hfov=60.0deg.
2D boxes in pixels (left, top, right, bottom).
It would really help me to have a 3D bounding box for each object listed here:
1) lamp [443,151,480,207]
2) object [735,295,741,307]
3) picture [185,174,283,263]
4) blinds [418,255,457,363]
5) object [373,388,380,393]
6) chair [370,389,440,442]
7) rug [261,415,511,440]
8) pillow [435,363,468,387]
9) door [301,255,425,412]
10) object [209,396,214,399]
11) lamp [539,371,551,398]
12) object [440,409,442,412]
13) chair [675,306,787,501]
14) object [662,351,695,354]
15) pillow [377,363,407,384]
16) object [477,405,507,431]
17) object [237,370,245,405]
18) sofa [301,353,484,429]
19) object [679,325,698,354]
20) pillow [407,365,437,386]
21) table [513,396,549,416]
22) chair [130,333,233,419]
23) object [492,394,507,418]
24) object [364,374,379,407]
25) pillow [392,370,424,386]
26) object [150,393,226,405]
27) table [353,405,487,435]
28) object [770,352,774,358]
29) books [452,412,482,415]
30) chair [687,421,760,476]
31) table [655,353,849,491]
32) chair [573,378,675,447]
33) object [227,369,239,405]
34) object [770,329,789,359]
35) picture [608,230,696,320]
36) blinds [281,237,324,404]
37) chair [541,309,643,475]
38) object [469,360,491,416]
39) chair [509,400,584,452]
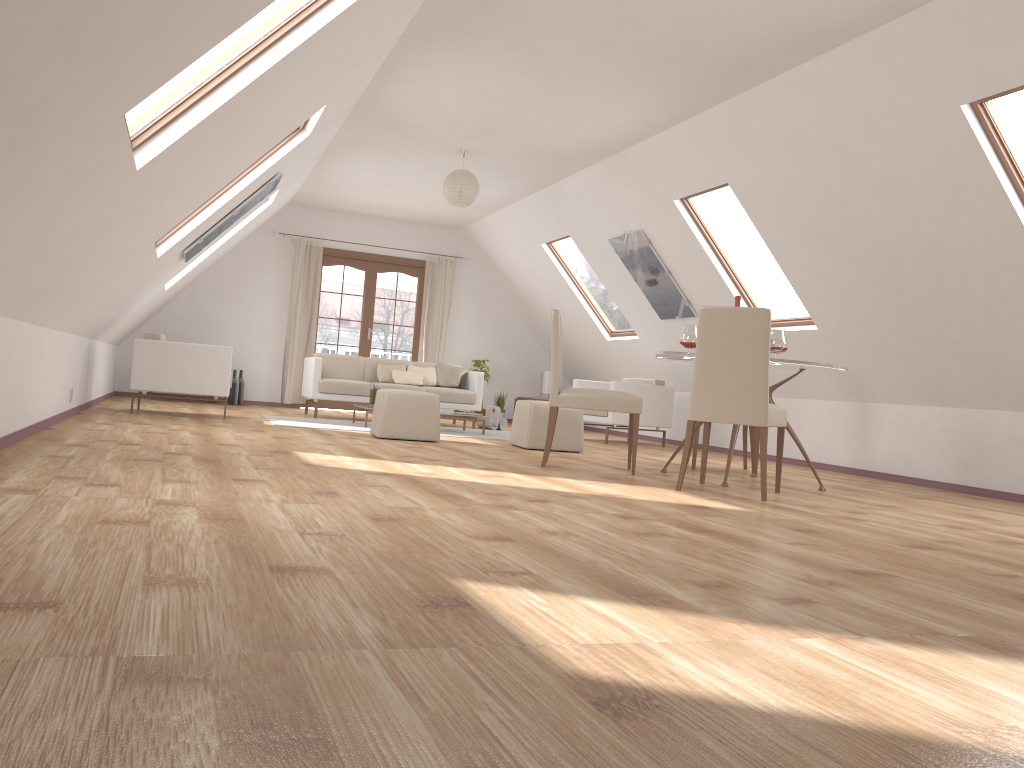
[{"bbox_3d":[-0.457,-1.876,8.102,0.340,0.497,0.340,5,0,19],"label":"lamp"},{"bbox_3d":[1.473,-0.365,5.844,0.109,0.435,0.109,5,0,-25],"label":"object"},{"bbox_3d":[-2.300,-1.356,7.314,0.683,0.738,0.650,5,0,-20],"label":"picture"},{"bbox_3d":[-1.034,-0.658,11.996,0.424,2.129,0.123,5,0,-25],"label":"blinds"},{"bbox_3d":[-1.345,0.129,8.762,0.075,0.185,0.075,5,0,11],"label":"object"},{"bbox_3d":[-0.857,0.243,7.171,0.506,0.394,0.506,5,0,-16],"label":"chair"},{"bbox_3d":[-0.943,0.444,8.666,2.800,0.007,1.600,5,0,-20],"label":"rug"},{"bbox_3d":[-0.723,-0.102,10.220,0.424,0.276,0.269,5,0,29],"label":"pillow"},{"bbox_3d":[-1.939,-0.638,11.800,1.546,2.001,0.098,5,0,-20],"label":"door"},{"bbox_3d":[-3.626,0.151,10.759,0.109,0.109,0.435,5,0,-20],"label":"object"},{"bbox_3d":[0.497,0.011,12.251,0.221,0.375,0.180,5,0,13],"label":"lamp"},{"bbox_3d":[-0.764,0.246,8.804,0.143,0.052,0.064,5,0,-20],"label":"object"},{"bbox_3d":[1.251,0.103,4.930,0.477,0.999,0.618,5,0,24],"label":"chair"},{"bbox_3d":[1.079,-0.190,5.700,0.228,0.020,0.228,5,0,2],"label":"object"},{"bbox_3d":[-1.355,-0.123,10.038,0.351,0.235,0.185,5,0,-17],"label":"pillow"},{"bbox_3d":[-0.223,0.382,10.096,0.212,0.267,0.315,5,0,-33],"label":"object"},{"bbox_3d":[-3.391,0.045,11.053,0.115,0.443,0.120,5,0,-26],"label":"object"},{"bbox_3d":[-1.343,0.069,9.935,1.880,0.706,0.820,5,0,-20],"label":"sofa"},{"bbox_3d":[1.109,-0.270,5.508,0.136,0.183,0.136,5,-1,-42],"label":"object"},{"bbox_3d":[-1.035,-0.094,10.152,0.351,0.225,0.196,5,0,-15],"label":"pillow"},{"bbox_3d":[0.475,0.393,12.079,0.730,0.390,0.773,5,0,-22],"label":"table"},{"bbox_3d":[-2.940,-0.077,7.965,0.820,0.706,0.748,5,0,-18],"label":"chair"},{"bbox_3d":[-0.160,0.290,11.914,0.209,0.480,0.234,4,0,36],"label":"object"},{"bbox_3d":[-1.356,0.040,8.636,0.123,0.359,0.184,5,0,21],"label":"object"},{"bbox_3d":[-1.165,-0.064,9.949,0.363,0.170,0.227,5,0,-15],"label":"pillow"},{"bbox_3d":[-3.883,-0.087,10.704,0.854,0.608,0.417,5,0,-20],"label":"object"},{"bbox_3d":[-0.922,0.354,8.742,1.173,0.190,0.730,5,0,-20],"label":"table"},{"bbox_3d":[1.705,-0.217,6.014,0.136,0.183,0.136,5,0,6],"label":"object"},{"bbox_3d":[-0.446,0.296,8.881,0.280,0.005,0.192,5,0,-28],"label":"books"},{"bbox_3d":[1.597,0.143,6.649,0.477,0.999,0.618,5,0,7],"label":"chair"},{"bbox_3d":[1.499,0.242,5.709,1.198,0.770,1.198,5,0,0],"label":"table"},{"bbox_3d":[1.161,0.273,9.482,0.820,0.706,0.748,5,0,-31],"label":"chair"},{"bbox_3d":[-3.398,0.043,10.828,0.115,0.443,0.120,5,0,-26],"label":"object"},{"bbox_3d":[1.584,-0.232,5.307,0.136,0.183,0.136,5,-1,-42],"label":"object"},{"bbox_3d":[1.356,-1.044,8.678,0.683,0.738,0.650,5,0,-20],"label":"picture"},{"bbox_3d":[-2.727,-0.800,11.405,0.423,2.130,0.120,5,0,-23],"label":"blinds"},{"bbox_3d":[0.523,0.048,5.749,0.618,0.999,0.477,5,0,4],"label":"chair"},{"bbox_3d":[-0.447,0.082,12.068,0.311,0.846,0.307,5,0,-28],"label":"object"},{"bbox_3d":[0.292,0.339,7.342,0.506,0.394,0.506,5,0,-16],"label":"chair"}]
